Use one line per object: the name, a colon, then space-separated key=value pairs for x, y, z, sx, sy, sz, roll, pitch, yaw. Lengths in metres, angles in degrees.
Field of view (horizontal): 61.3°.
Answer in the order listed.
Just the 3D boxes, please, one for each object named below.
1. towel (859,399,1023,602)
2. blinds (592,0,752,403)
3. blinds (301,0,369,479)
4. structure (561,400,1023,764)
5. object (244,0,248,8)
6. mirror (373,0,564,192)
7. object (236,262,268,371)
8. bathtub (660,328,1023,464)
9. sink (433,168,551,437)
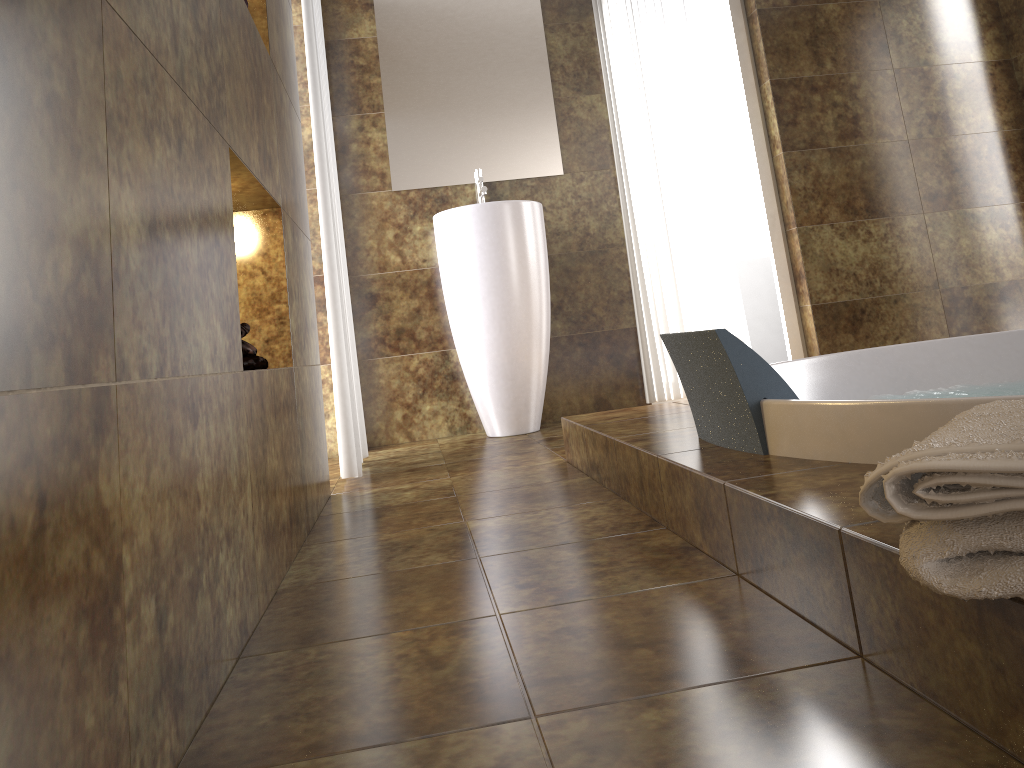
towel: x=0.489 y=0.082 z=0.715 sx=0.332 sy=0.153 sz=0.322 roll=-7 pitch=0 yaw=37
blinds: x=0.697 y=-1.081 z=3.943 sx=0.521 sy=2.317 sz=0.065 roll=-6 pitch=-10 yaw=-8
blinds: x=-0.644 y=-0.865 z=3.010 sx=0.068 sy=2.329 sz=0.580 roll=-6 pitch=-9 yaw=-7
structure: x=1.253 y=0.061 z=1.662 sx=2.011 sy=0.127 sz=1.967 roll=-7 pitch=3 yaw=-7
object: x=-0.638 y=-0.886 z=1.755 sx=0.175 sy=0.291 sz=0.108 roll=-6 pitch=-8 yaw=-7
mirror: x=-0.212 y=-1.440 z=3.939 sx=0.770 sy=1.117 sz=0.008 roll=-6 pitch=-10 yaw=-8
object: x=-0.540 y=-0.155 z=1.603 sx=0.153 sy=0.280 sz=0.147 roll=-6 pitch=-7 yaw=-7
bathtub: x=1.251 y=0.054 z=1.662 sx=1.728 sy=0.534 sz=1.745 roll=-6 pitch=2 yaw=24
sink: x=-0.060 y=-0.373 z=3.533 sx=0.460 sy=1.162 sz=0.423 roll=-6 pitch=-8 yaw=-5
